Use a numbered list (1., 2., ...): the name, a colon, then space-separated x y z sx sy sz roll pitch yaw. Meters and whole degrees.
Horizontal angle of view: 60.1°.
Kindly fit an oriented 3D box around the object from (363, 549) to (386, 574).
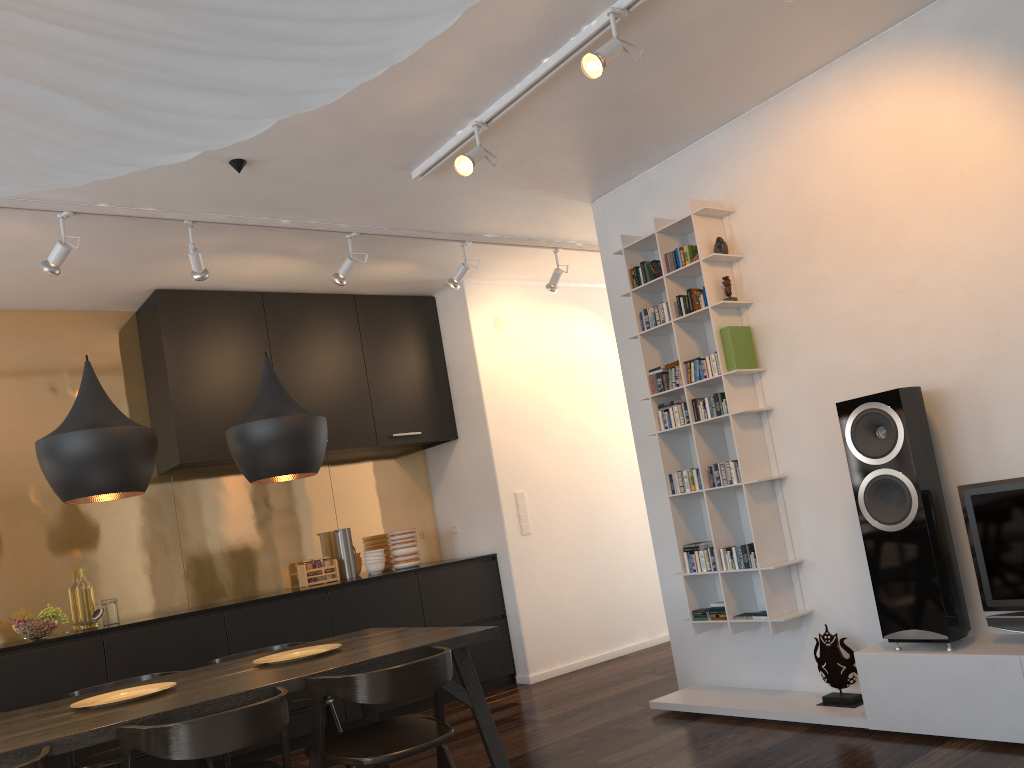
1. object: -0.943 1.227 6.098 0.157 0.159 0.155 -8 -7 -10

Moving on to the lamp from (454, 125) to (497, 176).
1. lamp: -0.159 -0.973 3.715 0.086 0.238 0.250 -13 -8 34

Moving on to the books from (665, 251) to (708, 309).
1. books: 0.885 -0.506 4.307 0.107 0.330 0.231 -6 -7 -37

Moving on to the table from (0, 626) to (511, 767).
1. table: -1.307 1.460 3.149 2.493 0.674 1.119 -3 -10 -37

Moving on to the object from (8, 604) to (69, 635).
1. object: -2.449 1.234 4.581 0.179 0.172 0.239 -15 -9 37

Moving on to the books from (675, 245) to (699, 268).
1. books: 0.888 -0.625 4.287 0.101 0.109 0.162 -5 -9 -37

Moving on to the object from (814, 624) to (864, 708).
1. object: 1.415 1.223 3.871 0.121 0.348 0.215 -6 -7 -37

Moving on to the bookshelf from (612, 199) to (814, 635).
1. bookshelf: 0.961 0.183 4.370 0.226 2.060 0.646 -6 -6 -38

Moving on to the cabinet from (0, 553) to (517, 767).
1. cabinet: -2.244 1.778 4.787 5.049 0.893 0.740 -3 -9 -37

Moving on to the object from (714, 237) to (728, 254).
1. object: 0.996 -0.652 4.218 0.065 0.100 0.060 -13 -7 29

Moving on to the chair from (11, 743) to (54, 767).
1. chair: -1.445 1.358 2.325 0.591 0.666 0.525 -4 -8 -39

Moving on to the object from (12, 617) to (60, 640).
1. object: -2.460 1.275 4.582 0.219 0.096 0.220 -11 -8 9

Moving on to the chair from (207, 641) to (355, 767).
1. chair: -1.116 1.587 4.119 0.591 0.666 0.525 -4 -8 -38

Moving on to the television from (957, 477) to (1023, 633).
1. television: 1.989 0.583 2.991 0.344 0.596 0.797 -8 -8 -19

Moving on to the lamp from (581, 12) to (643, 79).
1. lamp: 0.336 -1.163 3.053 0.250 0.237 0.086 -5 -7 -32

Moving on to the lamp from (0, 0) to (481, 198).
1. lamp: -0.526 -0.343 0.368 1.469 0.208 1.483 -9 -9 -1

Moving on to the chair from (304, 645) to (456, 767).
1. chair: -0.424 1.310 3.114 0.591 0.666 0.525 -4 -8 -39

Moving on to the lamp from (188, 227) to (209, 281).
1. lamp: -1.460 0.275 5.035 0.089 1.834 1.850 -9 -7 -4

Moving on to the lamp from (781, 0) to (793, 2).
1. lamp: 0.818 -1.307 2.652 0.085 0.238 0.251 -11 -7 18

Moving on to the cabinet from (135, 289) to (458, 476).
1. cabinet: -1.377 -0.034 5.949 1.950 1.043 0.537 -3 -8 -37

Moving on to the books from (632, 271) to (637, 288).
1. books: 0.654 -0.537 4.554 0.069 0.091 0.014 -5 -7 -38

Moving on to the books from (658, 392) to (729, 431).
1. books: 0.924 0.133 4.352 0.122 0.112 0.473 -4 -10 -37

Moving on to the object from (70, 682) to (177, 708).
1. object: -1.400 1.129 3.197 0.359 0.016 0.356 -15 -11 33

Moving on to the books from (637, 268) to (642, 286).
1. books: 0.676 -0.545 4.525 0.069 0.091 0.014 -5 -7 -38

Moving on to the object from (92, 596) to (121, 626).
1. object: -2.272 1.275 4.963 0.088 0.150 0.177 -13 -8 29

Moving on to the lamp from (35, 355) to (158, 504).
1. lamp: -1.546 0.156 3.284 0.414 0.537 0.411 -13 -7 28

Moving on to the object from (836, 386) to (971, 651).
1. object: 1.575 0.530 3.500 0.279 0.996 0.298 -6 -6 -38

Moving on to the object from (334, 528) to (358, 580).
1. object: -1.123 1.158 6.049 0.164 0.337 0.115 -6 -6 -34

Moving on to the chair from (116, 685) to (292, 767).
1. chair: -0.908 1.333 2.743 0.591 0.666 0.525 -5 -8 -37

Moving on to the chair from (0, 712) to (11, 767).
1. chair: -2.176 1.643 3.342 0.591 0.666 0.525 -4 -9 -41

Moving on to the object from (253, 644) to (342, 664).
1. object: -0.872 1.104 3.602 0.354 0.016 0.360 -4 -11 -34

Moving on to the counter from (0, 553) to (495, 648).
1. counter: -2.319 1.339 4.824 5.046 0.002 0.740 -3 -11 -37

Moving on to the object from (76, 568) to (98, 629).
1. object: -2.437 1.223 5.055 0.092 0.337 0.092 -11 -5 19

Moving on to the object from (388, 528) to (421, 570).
1. object: -0.757 1.162 6.224 0.199 0.262 0.198 -13 -7 26

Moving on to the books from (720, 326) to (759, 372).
1. books: 1.076 -0.163 4.183 0.165 0.212 0.049 -5 -7 -38

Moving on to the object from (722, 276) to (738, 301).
1. object: 1.028 -0.447 4.199 0.046 0.139 0.064 -15 -7 43

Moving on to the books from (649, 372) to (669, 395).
1. books: 0.772 -0.005 4.503 0.095 0.103 0.102 -5 -9 -37

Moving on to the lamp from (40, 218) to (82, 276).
1. lamp: -2.010 -0.619 3.965 0.252 0.238 0.085 -12 -6 18

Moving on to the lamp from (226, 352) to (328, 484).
1. lamp: -0.994 0.130 3.707 0.412 0.537 0.413 -11 -6 10

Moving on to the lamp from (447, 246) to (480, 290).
1. lamp: -0.287 -0.701 5.289 0.252 0.238 0.085 -13 -6 28

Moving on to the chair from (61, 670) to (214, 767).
1. chair: -1.597 1.610 3.751 0.591 0.666 0.525 -4 -8 -39

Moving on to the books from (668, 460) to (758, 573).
1. books: 1.007 0.647 4.307 0.122 0.507 0.475 -6 -8 -38

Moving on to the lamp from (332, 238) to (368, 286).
1. lamp: -0.882 -0.673 4.832 0.252 0.238 0.085 -13 -6 23
